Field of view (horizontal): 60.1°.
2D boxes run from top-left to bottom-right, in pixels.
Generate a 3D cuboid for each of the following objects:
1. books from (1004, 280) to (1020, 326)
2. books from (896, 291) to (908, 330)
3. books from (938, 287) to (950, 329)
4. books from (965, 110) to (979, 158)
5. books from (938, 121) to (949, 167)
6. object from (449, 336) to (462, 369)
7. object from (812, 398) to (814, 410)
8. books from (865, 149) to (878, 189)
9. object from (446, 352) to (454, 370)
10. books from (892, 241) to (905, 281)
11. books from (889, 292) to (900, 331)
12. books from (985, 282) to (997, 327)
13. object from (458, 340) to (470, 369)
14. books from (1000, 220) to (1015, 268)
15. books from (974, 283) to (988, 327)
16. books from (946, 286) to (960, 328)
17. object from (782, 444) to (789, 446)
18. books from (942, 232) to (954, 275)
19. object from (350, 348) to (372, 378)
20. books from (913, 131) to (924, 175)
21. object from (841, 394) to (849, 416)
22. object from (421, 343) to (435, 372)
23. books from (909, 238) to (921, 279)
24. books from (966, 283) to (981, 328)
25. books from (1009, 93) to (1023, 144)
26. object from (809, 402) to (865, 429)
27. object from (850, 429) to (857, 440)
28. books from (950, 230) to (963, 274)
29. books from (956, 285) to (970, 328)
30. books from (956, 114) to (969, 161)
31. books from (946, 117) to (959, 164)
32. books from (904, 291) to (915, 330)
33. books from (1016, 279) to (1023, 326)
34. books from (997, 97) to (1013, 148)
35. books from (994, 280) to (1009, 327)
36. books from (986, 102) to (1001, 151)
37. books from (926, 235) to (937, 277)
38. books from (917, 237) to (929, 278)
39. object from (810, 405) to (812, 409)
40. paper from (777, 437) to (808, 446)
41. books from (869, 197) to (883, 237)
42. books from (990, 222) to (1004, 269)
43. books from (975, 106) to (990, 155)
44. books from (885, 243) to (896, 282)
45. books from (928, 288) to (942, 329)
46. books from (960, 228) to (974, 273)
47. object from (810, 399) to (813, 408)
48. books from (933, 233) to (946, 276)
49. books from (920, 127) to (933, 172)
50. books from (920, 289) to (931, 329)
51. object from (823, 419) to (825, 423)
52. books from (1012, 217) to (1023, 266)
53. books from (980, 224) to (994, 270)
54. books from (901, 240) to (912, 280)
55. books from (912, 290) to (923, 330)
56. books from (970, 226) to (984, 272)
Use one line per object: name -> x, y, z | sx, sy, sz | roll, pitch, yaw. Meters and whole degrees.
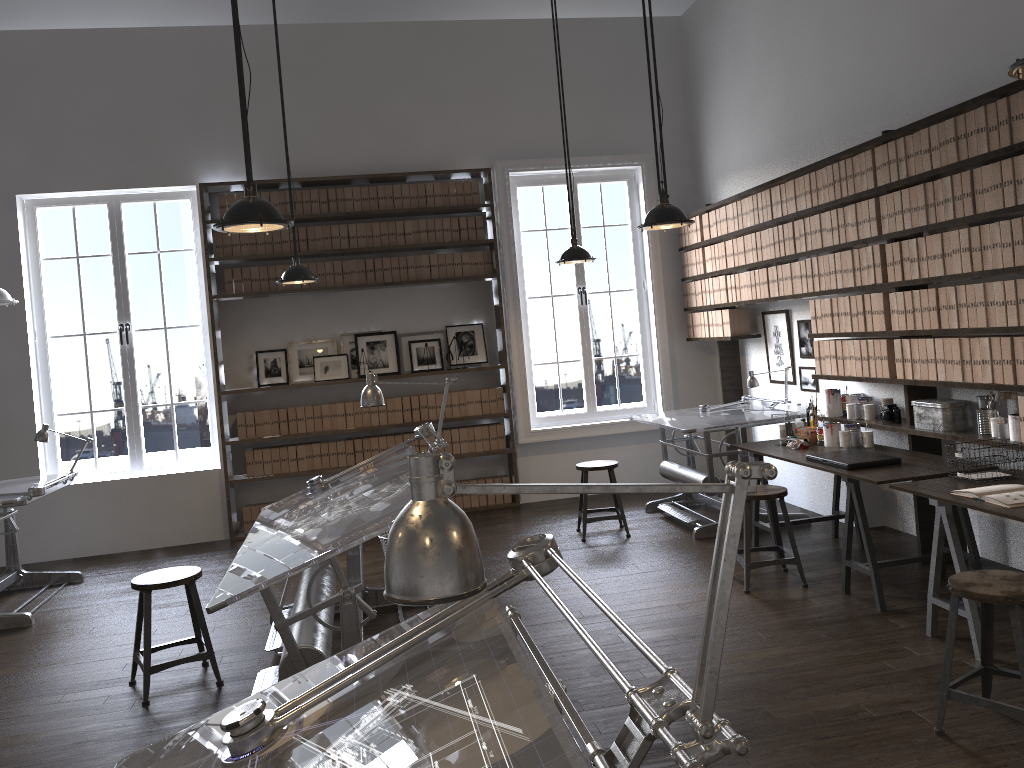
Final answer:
books -> 2.395, -0.376, 4.114 | 0.175, 0.226, 0.067 | -5, 0, -10
books -> 2.247, -0.408, 4.933 | 0.175, 0.225, 0.066 | -5, 0, -10
books -> 2.315, -0.395, 4.590 | 0.175, 0.225, 0.066 | -5, 0, -10
books -> 2.298, -1.209, 4.279 | 0.174, 0.225, 0.066 | -5, 0, -10
books -> 2.261, -1.217, 4.480 | 0.175, 0.225, 0.066 | -5, 0, -10
object -> -0.497, -0.277, 7.817 | 0.118, 0.304, 0.040 | -5, 0, -10
object -> 1.912, 0.178, 5.613 | 0.007, 0.214, 0.055 | -5, 0, 25
books -> 2.143, -1.241, 5.112 | 0.175, 0.225, 0.066 | -5, 0, -10
object -> -0.544, -0.201, 7.772 | 0.066, 0.165, 0.040 | -5, 0, -10
books -> 2.224, -0.684, 4.933 | 0.175, 0.226, 0.067 | -5, 0, -10
books -> 2.238, -0.411, 5.005 | 0.174, 0.225, 0.066 | -5, 0, -10
books -> 2.375, -0.382, 4.248 | 0.175, 0.225, 0.066 | -5, 0, -10
object -> -0.433, -0.264, 7.857 | 0.110, 0.262, 0.040 | -5, 0, -10
books -> 2.371, -0.652, 4.106 | 0.175, 0.225, 0.066 | -5, 0, -10
books -> 2.359, -0.384, 4.313 | 0.175, 0.226, 0.067 | -5, 0, -10
books -> 2.323, -0.392, 4.519 | 0.174, 0.225, 0.066 | -5, 0, -10
object -> 1.736, 0.380, 5.575 | 0.157, 0.006, 0.006 | -7, 2, -31
books -> 2.302, -0.668, 4.518 | 0.175, 0.225, 0.066 | -5, 0, -10
object -> -1.306, -0.176, 7.649 | 0.174, 0.260, 0.040 | -5, 0, -10
books -> 2.225, -1.225, 4.683 | 0.175, 0.225, 0.066 | -5, 0, -10
object -> 2.180, 0.136, 5.781 | 0.051, 0.139, 0.050 | -5, 0, -12
object -> -0.742, -0.231, 7.764 | 0.124, 0.260, 0.040 | -5, 0, -10
books -> 2.251, -0.678, 4.789 | 0.174, 0.225, 0.066 | -5, 0, -10
books -> 2.352, -0.387, 4.380 | 0.175, 0.225, 0.066 | -5, 0, -10
books -> 2.350, -1.198, 3.992 | 0.175, 0.225, 0.066 | -5, 0, -10
object -> 2.058, 0.202, 5.593 | 0.344, 0.146, 0.077 | -4, 1, 12
object -> 2.059, 0.324, 5.330 | 0.044, 0.101, 0.045 | -5, 1, -10
books -> 2.312, -0.666, 4.456 | 0.175, 0.225, 0.066 | -5, 0, -10
books -> 2.340, -0.390, 4.450 | 0.174, 0.225, 0.066 | -5, 0, -10
books -> 2.286, -1.212, 4.349 | 0.175, 0.225, 0.066 | -5, 0, -10
books -> 2.268, -1.214, 4.414 | 0.175, 0.226, 0.067 | -5, 0, -10
books -> 2.260, -0.405, 4.862 | 0.175, 0.226, 0.067 | -5, 0, -10
books -> 2.412, -0.374, 4.045 | 0.175, 0.225, 0.066 | -5, 0, -10
books -> 2.332, -1.201, 4.064 | 0.175, 0.226, 0.067 | -5, 0, -10
books -> 2.384, -0.379, 4.186 | 0.175, 0.225, 0.066 | -5, 0, -10
books -> 2.324, -1.204, 4.139 | 0.175, 0.225, 0.066 | -5, 0, -10
books -> 2.280, -0.673, 4.650 | 0.175, 0.225, 0.066 | -5, 0, -10
books -> 2.267, -0.676, 4.720 | 0.174, 0.225, 0.066 | -5, 0, -10
object -> 1.913, 0.203, 5.622 | 0.037, 0.153, 0.005 | -5, 0, -14
paper -> 1.766, 0.365, 5.609 | 0.138, 0.038, 0.155 | -6, 3, -25
books -> 2.167, -0.965, 5.120 | 0.175, 0.226, 0.067 | -5, 0, -10
books -> 2.362, -0.655, 4.178 | 0.174, 0.225, 0.066 | -5, 0, -10
books -> 2.307, -1.206, 4.208 | 0.174, 0.225, 0.066 | -5, 0, -10
books -> 2.217, -0.687, 5.007 | 0.175, 0.225, 0.066 | -5, 0, -10
books -> 2.297, -0.397, 4.663 | 0.175, 0.226, 0.067 | -5, 0, -10
books -> 2.323, -0.663, 4.384 | 0.175, 0.226, 0.067 | -5, 0, -10
object -> 1.920, 0.188, 5.630 | 0.008, 0.186, 0.071 | -5, 0, -9
books -> 2.286, -0.670, 4.583 | 0.175, 0.226, 0.067 | -5, 0, -10
books -> 2.234, -1.222, 4.613 | 0.175, 0.226, 0.067 | -5, 0, -10
books -> 2.289, -0.400, 4.736 | 0.175, 0.225, 0.066 | -5, 0, -10
object -> 1.963, 0.295, 5.545 | 0.005, 0.147, 0.033 | -5, 0, -9
books -> 2.384, -0.649, 4.035 | 0.175, 0.226, 0.067 | -5, 0, -10
books -> 2.353, -0.658, 4.247 | 0.174, 0.225, 0.066 | -5, 0, -10
books -> 2.243, -0.681, 4.860 | 0.175, 0.225, 0.066 | -5, 0, -10
books -> 2.275, -0.403, 4.801 | 0.175, 0.225, 0.066 | -5, 0, -10
books -> 2.339, -0.660, 4.316 | 0.175, 0.225, 0.066 | -5, 0, -10
